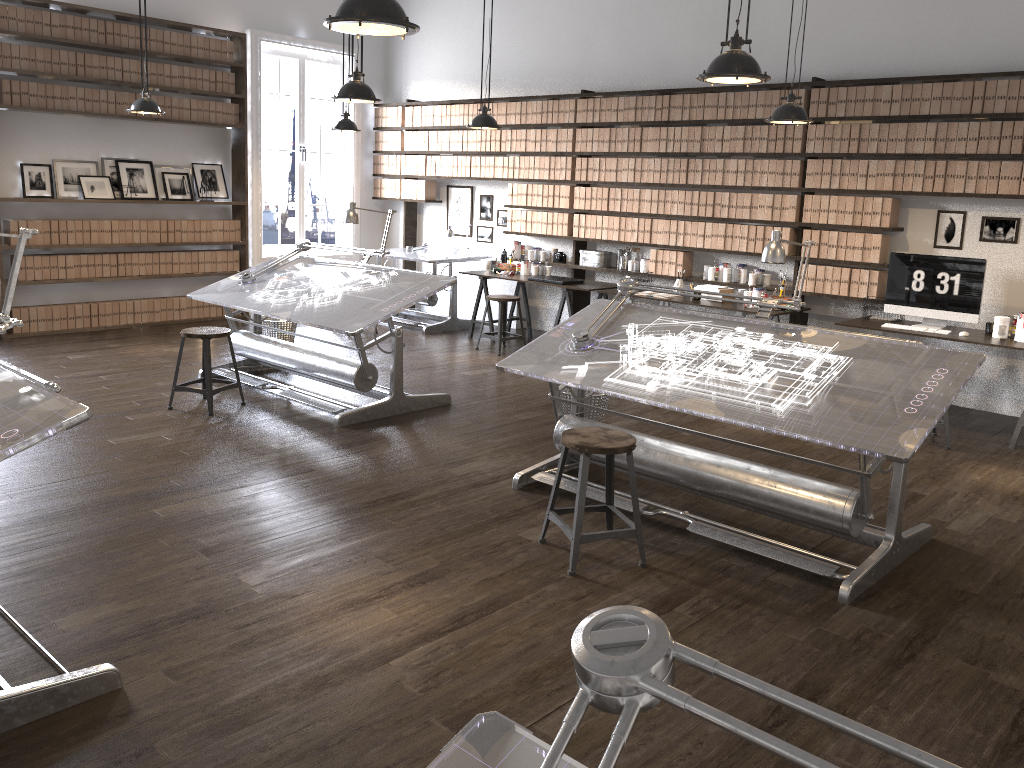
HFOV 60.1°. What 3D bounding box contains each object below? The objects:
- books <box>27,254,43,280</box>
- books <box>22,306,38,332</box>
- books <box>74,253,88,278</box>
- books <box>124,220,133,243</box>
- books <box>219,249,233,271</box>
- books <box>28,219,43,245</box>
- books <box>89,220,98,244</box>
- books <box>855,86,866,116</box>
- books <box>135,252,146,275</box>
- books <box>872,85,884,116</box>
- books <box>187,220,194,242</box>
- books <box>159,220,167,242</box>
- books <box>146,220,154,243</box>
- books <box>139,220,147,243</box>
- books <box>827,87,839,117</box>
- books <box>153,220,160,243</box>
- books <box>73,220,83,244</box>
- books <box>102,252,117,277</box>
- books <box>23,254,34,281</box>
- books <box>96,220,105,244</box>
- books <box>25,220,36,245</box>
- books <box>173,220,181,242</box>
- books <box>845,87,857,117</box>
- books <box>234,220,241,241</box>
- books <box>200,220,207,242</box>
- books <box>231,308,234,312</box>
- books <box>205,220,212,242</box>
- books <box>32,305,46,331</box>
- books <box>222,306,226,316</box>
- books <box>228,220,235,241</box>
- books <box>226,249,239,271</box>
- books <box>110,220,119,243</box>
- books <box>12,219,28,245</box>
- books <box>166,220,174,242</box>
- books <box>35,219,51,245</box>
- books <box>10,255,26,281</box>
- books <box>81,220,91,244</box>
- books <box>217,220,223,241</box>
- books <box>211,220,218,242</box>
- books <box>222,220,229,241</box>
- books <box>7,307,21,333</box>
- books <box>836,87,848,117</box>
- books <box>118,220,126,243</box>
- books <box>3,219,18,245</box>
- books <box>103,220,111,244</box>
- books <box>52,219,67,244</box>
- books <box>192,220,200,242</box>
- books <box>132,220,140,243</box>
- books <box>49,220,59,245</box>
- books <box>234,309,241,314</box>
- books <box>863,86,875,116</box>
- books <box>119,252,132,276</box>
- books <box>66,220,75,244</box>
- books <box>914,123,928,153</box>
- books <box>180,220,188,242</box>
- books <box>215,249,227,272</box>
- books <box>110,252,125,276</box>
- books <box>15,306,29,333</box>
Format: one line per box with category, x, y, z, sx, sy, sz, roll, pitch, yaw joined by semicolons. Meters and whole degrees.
books;-4.434;-1.086;8.228;0.175;0.224;0.067;12;14;42
books;-4.497;-0.606;8.260;0.175;0.224;0.067;12;14;42
books;-4.153;-1.140;8.526;0.175;0.224;0.067;12;14;42
books;-3.842;-1.516;8.802;0.175;0.224;0.067;12;14;42
books;-3.112;-1.348;9.652;0.175;0.224;0.067;12;14;42
books;-4.408;-1.403;8.190;0.175;0.223;0.067;12;14;42
books;-4.069;-1.469;8.548;0.175;0.224;0.067;12;14;42
books;2.698;-2.153;6.777;0.067;0.224;0.175;11;14;41
books;-3.770;-1.217;8.941;0.175;0.224;0.067;12;14;42
books;2.796;-2.129;6.687;0.067;0.223;0.175;11;14;41
books;-3.404;-1.603;9.271;0.175;0.224;0.067;12;14;42
books;-3.602;-1.564;9.059;0.175;0.223;0.067;12;14;42
books;-3.691;-1.544;8.953;0.175;0.224;0.067;12;14;42
books;-3.740;-1.534;8.900;0.175;0.224;0.067;12;14;42
books;2.542;-2.191;6.919;0.067;0.224;0.175;11;14;41
books;-3.651;-1.553;9.002;0.175;0.223;0.067;12;14;42
books;-4.167;-1.452;8.451;0.175;0.224;0.067;12;14;42
books;-3.967;-1.179;8.734;0.175;0.224;0.067;12;14;42
books;-4.481;-1.075;8.173;0.175;0.224;0.067;12;14;42
books;-4.027;-1.479;8.600;0.175;0.223;0.067;12;14;42
books;-4.447;-1.394;8.141;0.175;0.224;0.067;12;14;42
books;-3.500;-1.584;9.168;0.175;0.224;0.067;12;14;42
books;2.646;-2.166;6.824;0.067;0.224;0.175;11;14;41
books;-3.033;-1.674;9.660;0.175;0.224;0.067;12;14;42
books;-3.306;-1.620;9.367;0.175;0.224;0.067;12;14;42
books;-3.128;-0.879;9.737;0.175;0.223;0.067;12;14;42
books;-3.264;-1.630;9.419;0.175;0.223;0.067;12;14;42
books;-4.449;-0.616;8.314;0.175;0.223;0.067;12;14;42
books;-3.174;-0.868;9.679;0.175;0.224;0.067;12;14;42
books;-3.083;-1.667;9.617;0.175;0.224;0.067;12;14;42
books;-3.061;-1.357;9.700;0.175;0.224;0.067;12;14;42
books;-3.933;-1.496;8.696;0.175;0.224;0.067;12;14;42
books;-4.496;-1.384;8.088;0.175;0.224;0.067;12;14;42
books;-3.547;-1.573;9.109;0.175;0.224;0.067;12;14;42
books;-4.365;-1.413;8.239;0.175;0.223;0.067;12;14;42
books;-4.530;-1.066;8.120;0.175;0.224;0.067;12;14;42
books;-4.119;-1.461;8.503;0.175;0.224;0.067;12;14;42
books;-3.173;-1.647;9.511;0.175;0.224;0.067;12;14;42
books;-3.220;-1.638;9.464;0.175;0.223;0.067;12;14;42
books;-3.129;-1.657;9.565;0.175;0.224;0.067;12;14;42
books;-4.596;-0.588;8.162;0.175;0.224;0.067;12;14;42
books;2.591;-2.178;6.868;0.067;0.224;0.175;11;14;41
books;-3.888;-1.507;8.750;0.175;0.224;0.067;12;14;42
books;-4.548;-1.375;8.038;0.175;0.224;0.067;12;14;42
books;-3.983;-1.487;8.644;0.175;0.223;0.067;12;14;42
books;-4.264;-1.433;8.348;0.175;0.224;0.067;12;14;42
books;-3.356;-1.612;9.322;0.175;0.224;0.067;12;14;42
books;-3.792;-1.525;8.850;0.175;0.224;0.067;12;14;42
books;-4.311;-1.422;8.290;0.175;0.224;0.067;12;14;42
books;-3.075;-0.889;9.791;0.175;0.223;0.067;12;14;42
books;2.743;-2.140;6.728;0.067;0.224;0.175;11;14;41
books;-3.866;-1.199;8.843;0.175;0.223;0.067;12;14;42
books;-4.212;-1.441;8.397;0.175;0.224;0.067;12;14;42
books;3.031;-1.798;6.508;0.067;0.223;0.175;11;14;41
books;-3.449;-1.592;9.216;0.175;0.224;0.067;12;14;42
books;-3.160;-1.339;9.600;0.175;0.224;0.067;12;14;42
books;-3.912;-1.188;8.785;0.175;0.224;0.067;12;14;42
books;-4.547;-0.597;8.211;0.175;0.224;0.067;12;14;42
